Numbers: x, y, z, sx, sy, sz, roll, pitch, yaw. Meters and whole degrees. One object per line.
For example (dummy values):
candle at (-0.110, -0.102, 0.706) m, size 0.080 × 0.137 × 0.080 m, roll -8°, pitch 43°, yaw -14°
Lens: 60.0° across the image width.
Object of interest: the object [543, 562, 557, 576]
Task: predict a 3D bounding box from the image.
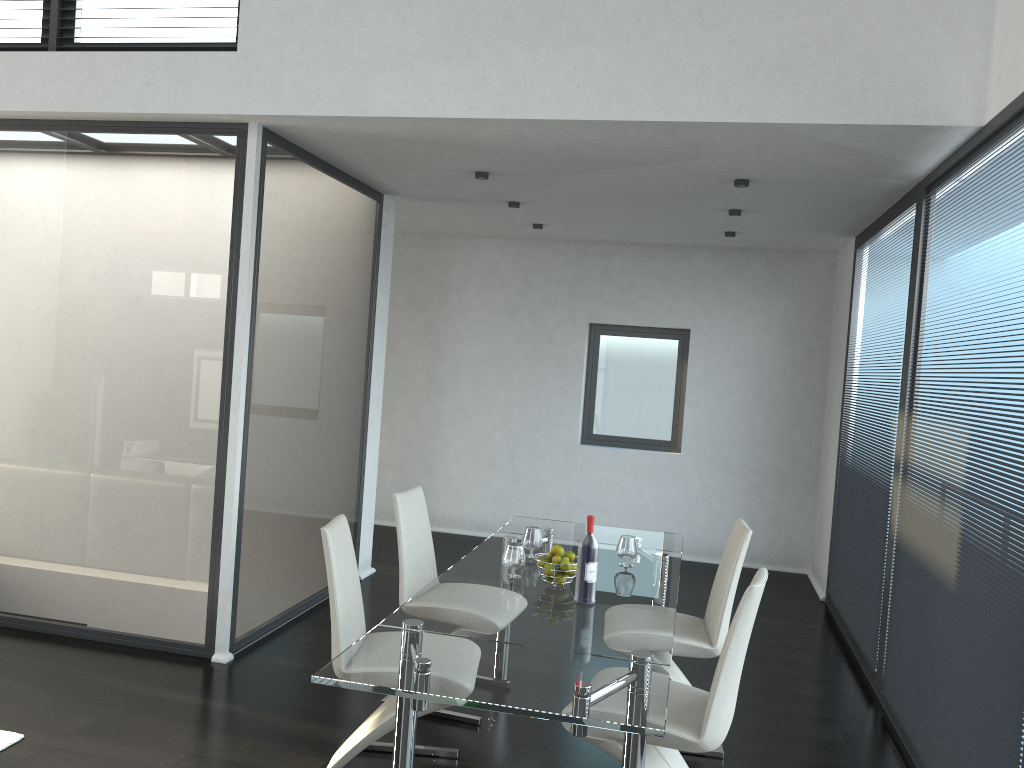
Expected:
object at (0.151, 0.730, 3.492) m, size 0.053 × 0.055 × 0.054 m, roll 3°, pitch 2°, yaw -24°

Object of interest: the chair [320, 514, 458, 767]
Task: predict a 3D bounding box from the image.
chair at (-0.431, 1.018, 3.367) m, size 0.612 × 0.959 × 0.471 m, roll 4°, pitch 2°, yaw 2°

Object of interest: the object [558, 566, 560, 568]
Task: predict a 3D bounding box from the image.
object at (0.207, 0.726, 3.586) m, size 0.047 × 0.045 × 0.047 m, roll 5°, pitch 2°, yaw 16°

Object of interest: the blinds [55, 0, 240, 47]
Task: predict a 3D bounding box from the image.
blinds at (-1.782, -2.382, 4.474) m, size 1.076 × 1.372 × 0.048 m, roll 4°, pitch 2°, yaw 12°

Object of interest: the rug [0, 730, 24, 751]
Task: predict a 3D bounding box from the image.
rug at (-3.905, 1.259, 2.966) m, size 3.695 × 0.009 × 1.875 m, roll 4°, pitch 2°, yaw 12°

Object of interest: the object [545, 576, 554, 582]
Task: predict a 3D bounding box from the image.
object at (0.150, 0.772, 3.537) m, size 0.038 × 0.038 × 0.038 m, roll 5°, pitch 2°, yaw 16°

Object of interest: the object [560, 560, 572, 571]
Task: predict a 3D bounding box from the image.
object at (0.211, 0.714, 3.474) m, size 0.047 × 0.048 × 0.047 m, roll 3°, pitch 2°, yaw -26°

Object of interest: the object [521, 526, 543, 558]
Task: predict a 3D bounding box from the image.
object at (0.091, 0.717, 4.021) m, size 0.098 × 0.132 × 0.098 m, roll 5°, pitch 2°, yaw 32°

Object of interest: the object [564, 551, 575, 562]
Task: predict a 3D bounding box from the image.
object at (0.231, 0.694, 3.571) m, size 0.047 × 0.045 × 0.047 m, roll 5°, pitch 2°, yaw 12°

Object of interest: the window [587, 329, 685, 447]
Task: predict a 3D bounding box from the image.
window at (1.109, 0.032, 7.978) m, size 0.800 × 1.000 × 0.050 m, roll 4°, pitch 2°, yaw 12°

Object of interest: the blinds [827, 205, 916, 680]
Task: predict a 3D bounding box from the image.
blinds at (2.217, 0.307, 5.576) m, size 0.018 × 2.537 × 1.787 m, roll 4°, pitch 2°, yaw 12°

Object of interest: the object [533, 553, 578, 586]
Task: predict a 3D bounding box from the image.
object at (0.181, 0.747, 3.533) m, size 0.206 × 0.105 × 0.206 m, roll 3°, pitch 2°, yaw -33°

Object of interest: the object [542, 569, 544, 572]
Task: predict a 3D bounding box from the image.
object at (0.144, 0.741, 3.571) m, size 0.045 × 0.042 × 0.045 m, roll 4°, pitch 2°, yaw 6°

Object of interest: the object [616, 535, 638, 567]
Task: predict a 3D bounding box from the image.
object at (0.517, 0.749, 3.980) m, size 0.098 × 0.132 × 0.098 m, roll 5°, pitch 2°, yaw 32°

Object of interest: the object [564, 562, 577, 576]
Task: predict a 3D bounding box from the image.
object at (0.229, 0.731, 3.513) m, size 0.058 × 0.058 × 0.058 m, roll 4°, pitch 2°, yaw -21°

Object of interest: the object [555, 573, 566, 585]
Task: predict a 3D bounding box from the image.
object at (0.190, 0.770, 3.502) m, size 0.048 × 0.048 × 0.048 m, roll 5°, pitch 2°, yaw 23°

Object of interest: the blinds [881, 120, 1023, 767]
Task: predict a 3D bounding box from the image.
blinds at (1.799, 0.332, 3.593) m, size 0.018 × 2.537 × 1.874 m, roll 4°, pitch 2°, yaw 12°

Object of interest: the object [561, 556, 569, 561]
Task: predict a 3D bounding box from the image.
object at (0.209, 0.705, 3.539) m, size 0.040 × 0.038 × 0.040 m, roll 4°, pitch 2°, yaw -17°

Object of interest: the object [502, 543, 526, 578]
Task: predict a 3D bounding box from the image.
object at (0.008, 0.722, 3.632) m, size 0.098 × 0.132 × 0.098 m, roll 5°, pitch 2°, yaw 32°

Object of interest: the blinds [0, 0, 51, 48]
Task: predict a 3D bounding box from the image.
blinds at (-2.875, -2.468, 4.703) m, size 1.076 × 1.372 × 0.048 m, roll 4°, pitch 2°, yaw 12°

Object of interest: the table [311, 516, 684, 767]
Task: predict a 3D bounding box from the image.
table at (0.173, 1.167, 3.627) m, size 0.940 × 0.731 × 2.720 m, roll 4°, pitch 2°, yaw 12°

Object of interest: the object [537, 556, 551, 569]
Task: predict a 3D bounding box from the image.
object at (0.129, 0.712, 3.532) m, size 0.055 × 0.048 × 0.054 m, roll 4°, pitch 2°, yaw 5°

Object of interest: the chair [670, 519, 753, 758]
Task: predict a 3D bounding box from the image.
chair at (0.726, 1.084, 4.007) m, size 0.612 × 0.959 × 0.471 m, roll 4°, pitch 2°, yaw 7°

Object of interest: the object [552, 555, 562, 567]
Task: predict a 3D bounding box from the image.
object at (0.177, 0.698, 3.498) m, size 0.040 × 0.043 × 0.044 m, roll 5°, pitch 2°, yaw 26°

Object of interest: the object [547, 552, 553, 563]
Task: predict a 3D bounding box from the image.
object at (0.165, 0.701, 3.573) m, size 0.055 × 0.054 × 0.050 m, roll 4°, pitch 2°, yaw -19°

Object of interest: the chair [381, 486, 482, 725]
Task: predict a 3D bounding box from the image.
chair at (-0.270, 1.007, 4.196) m, size 0.612 × 0.959 × 0.471 m, roll 5°, pitch 2°, yaw 17°

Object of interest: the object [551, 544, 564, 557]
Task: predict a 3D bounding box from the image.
object at (0.182, 0.667, 3.538) m, size 0.055 × 0.056 × 0.055 m, roll 4°, pitch 2°, yaw 12°

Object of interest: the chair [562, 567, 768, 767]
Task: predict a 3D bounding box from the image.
chair at (0.527, 1.096, 3.072) m, size 0.612 × 0.959 × 0.471 m, roll 5°, pitch 2°, yaw 22°

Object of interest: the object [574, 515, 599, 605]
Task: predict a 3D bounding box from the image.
object at (0.283, 0.653, 3.312) m, size 0.082 × 0.326 × 0.082 m, roll 5°, pitch 2°, yaw 33°

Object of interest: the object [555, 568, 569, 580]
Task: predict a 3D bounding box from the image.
object at (0.197, 0.764, 3.557) m, size 0.059 × 0.056 × 0.061 m, roll 3°, pitch 2°, yaw -33°
